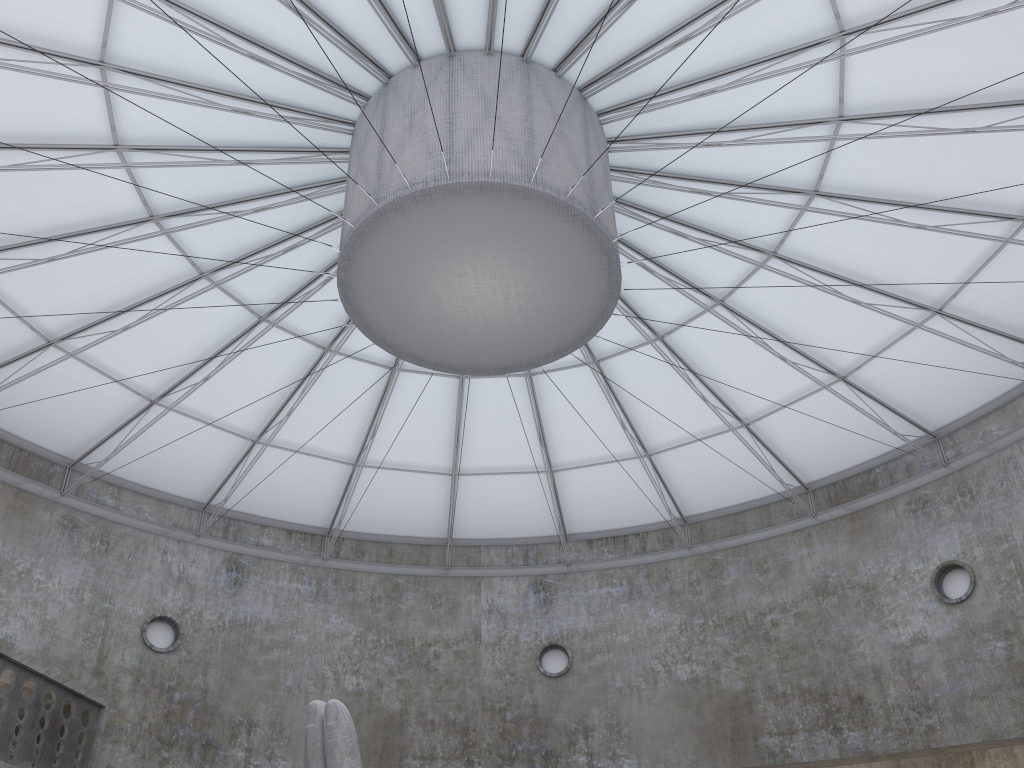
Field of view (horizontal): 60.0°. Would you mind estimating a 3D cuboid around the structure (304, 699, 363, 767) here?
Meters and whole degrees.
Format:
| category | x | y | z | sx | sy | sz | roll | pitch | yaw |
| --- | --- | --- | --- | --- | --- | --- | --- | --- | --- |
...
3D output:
| category | x | y | z | sx | sy | sz | roll | pitch | yaw |
| --- | --- | --- | --- | --- | --- | --- | --- | --- | --- |
| structure | 1.822 | 7.969 | 14.260 | 10.854 | 5.557 | 15.866 | 20 | -39 | -28 |
